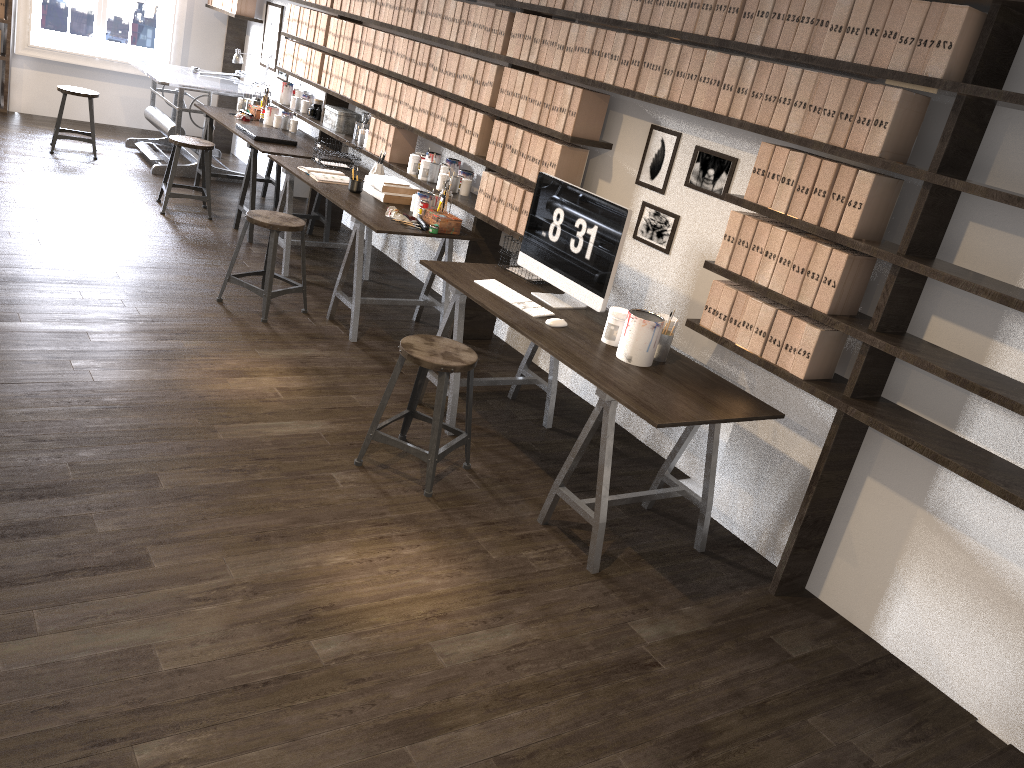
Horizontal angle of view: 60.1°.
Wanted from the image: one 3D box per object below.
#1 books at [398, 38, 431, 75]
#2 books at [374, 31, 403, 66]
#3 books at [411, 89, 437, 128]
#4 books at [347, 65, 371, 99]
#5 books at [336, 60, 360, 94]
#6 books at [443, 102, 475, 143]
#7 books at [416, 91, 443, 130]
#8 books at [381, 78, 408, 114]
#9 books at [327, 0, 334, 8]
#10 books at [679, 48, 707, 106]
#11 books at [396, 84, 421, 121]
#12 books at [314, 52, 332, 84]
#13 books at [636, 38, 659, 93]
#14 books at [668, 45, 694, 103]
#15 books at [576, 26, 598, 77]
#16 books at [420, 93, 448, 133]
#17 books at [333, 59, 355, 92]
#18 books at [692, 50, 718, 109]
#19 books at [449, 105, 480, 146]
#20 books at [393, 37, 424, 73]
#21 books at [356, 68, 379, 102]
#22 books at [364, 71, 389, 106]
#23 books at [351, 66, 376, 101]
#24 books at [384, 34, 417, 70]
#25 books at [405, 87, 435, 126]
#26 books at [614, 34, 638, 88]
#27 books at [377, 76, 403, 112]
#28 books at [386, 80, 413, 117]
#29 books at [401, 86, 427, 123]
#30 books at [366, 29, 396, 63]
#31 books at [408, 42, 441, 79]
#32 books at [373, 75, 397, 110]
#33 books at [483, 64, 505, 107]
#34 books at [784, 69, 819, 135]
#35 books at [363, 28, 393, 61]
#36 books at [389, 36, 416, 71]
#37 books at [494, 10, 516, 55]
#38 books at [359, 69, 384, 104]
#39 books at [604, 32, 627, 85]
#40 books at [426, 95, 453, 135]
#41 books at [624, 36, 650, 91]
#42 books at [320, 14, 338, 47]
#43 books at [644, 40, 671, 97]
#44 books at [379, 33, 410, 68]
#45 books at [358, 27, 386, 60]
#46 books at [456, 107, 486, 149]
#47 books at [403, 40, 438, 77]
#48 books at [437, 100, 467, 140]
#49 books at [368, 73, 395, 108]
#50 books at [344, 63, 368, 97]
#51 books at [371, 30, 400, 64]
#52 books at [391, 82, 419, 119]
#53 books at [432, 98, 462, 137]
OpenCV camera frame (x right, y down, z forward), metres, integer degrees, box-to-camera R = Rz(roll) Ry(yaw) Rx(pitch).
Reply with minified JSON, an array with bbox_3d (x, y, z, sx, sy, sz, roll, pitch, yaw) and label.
[{"bbox_3d":[-0.611,-2.042,5.583,0.174,0.222,0.068,-1,24,-36],"label":"books"},{"bbox_3d":[-0.800,-2.192,5.851,0.174,0.222,0.068,-1,24,-36],"label":"books"},{"bbox_3d":[-0.511,-1.679,5.447,0.174,0.222,0.068,-1,24,-36],"label":"books"},{"bbox_3d":[-1.043,-2.096,6.184,0.174,0.222,0.068,-1,24,-36],"label":"books"},{"bbox_3d":[-1.151,-2.182,6.336,0.174,0.222,0.068,-1,24,-36],"label":"books"},{"bbox_3d":[-0.287,-1.505,5.141,0.174,0.222,0.068,-1,24,-36],"label":"books"},{"bbox_3d":[-0.475,-1.652,5.400,0.174,0.222,0.068,-1,24,-36],"label":"books"},{"bbox_3d":[-0.743,-1.860,5.765,0.174,0.222,0.068,-1,24,-36],"label":"books"},{"bbox_3d":[-1.245,-2.854,6.480,0.174,0.222,0.068,-1,24,-36],"label":"books"},{"bbox_3d":[0.798,-1.244,3.631,0.174,0.222,0.068,-1,24,-36],"label":"books"},{"bbox_3d":[-0.622,-1.769,5.608,0.174,0.222,0.068,-1,24,-36],"label":"books"},{"bbox_3d":[-1.375,-2.358,6.647,0.174,0.222,0.068,-1,24,-36],"label":"books"},{"bbox_3d":[0.650,-1.362,3.840,0.174,0.222,0.068,-1,24,-36],"label":"books"},{"bbox_3d":[0.762,-1.274,3.684,0.174,0.222,0.068,-1,24,-36],"label":"books"},{"bbox_3d":[0.413,-1.543,4.158,0.174,0.222,0.068,-1,24,-36],"label":"books"},{"bbox_3d":[-0.443,-1.624,5.348,0.174,0.222,0.068,-1,24,-36],"label":"books"},{"bbox_3d":[-1.186,-2.212,6.391,0.174,0.222,0.068,-1,24,-36],"label":"books"},{"bbox_3d":[0.837,-1.212,3.574,0.174,0.222,0.068,-1,24,-36],"label":"books"},{"bbox_3d":[-0.251,-1.473,5.082,0.174,0.222,0.068,-1,24,-36],"label":"books"},{"bbox_3d":[-0.648,-2.073,5.639,0.174,0.222,0.068,-1,24,-36],"label":"books"},{"bbox_3d":[-0.964,-2.038,6.083,0.174,0.222,0.068,-1,24,-36],"label":"books"},{"bbox_3d":[-0.887,-1.978,5.977,0.174,0.222,0.068,-1,24,-36],"label":"books"},{"bbox_3d":[-1.002,-2.068,6.137,0.174,0.222,0.068,-1,24,-36],"label":"books"},{"bbox_3d":[-0.721,-2.132,5.745,0.174,0.222,0.068,-1,24,-36],"label":"books"},{"bbox_3d":[-0.551,-1.709,5.500,0.174,0.222,0.068,-1,24,-36],"label":"books"},{"bbox_3d":[0.569,-1.425,3.952,0.174,0.222,0.068,-1,24,-36],"label":"books"},{"bbox_3d":[-0.774,-1.887,5.815,0.174,0.222,0.068,-1,24,-36],"label":"books"},{"bbox_3d":[-0.704,-1.829,5.711,0.174,0.222,0.068,-1,24,-36],"label":"books"},{"bbox_3d":[-0.586,-1.739,5.555,0.174,0.222,0.068,-1,24,-36],"label":"books"},{"bbox_3d":[-0.872,-2.247,5.947,0.174,0.222,0.068,-1,24,-36],"label":"books"},{"bbox_3d":[-0.535,-1.985,5.484,0.174,0.222,0.068,-1,24,-36],"label":"books"},{"bbox_3d":[-0.807,-1.914,5.866,0.174,0.222,0.068,-1,24,-36],"label":"books"},{"bbox_3d":[-0.050,-1.601,4.802,0.174,0.222,0.068,-1,24,-36],"label":"books"},{"bbox_3d":[1.100,-1.004,3.206,0.174,0.222,0.068,-1,24,-36],"label":"books"},{"bbox_3d":[-0.903,-2.276,6.001,0.174,0.222,0.068,-1,24,-36],"label":"books"},{"bbox_3d":[-0.682,-2.103,5.694,0.174,0.222,0.068,-1,24,-36],"label":"books"},{"bbox_3d":[0.016,-1.853,4.721,0.174,0.222,0.068,-1,24,-36],"label":"books"},{"bbox_3d":[-0.929,-2.008,6.028,0.174,0.222,0.068,-1,24,-36],"label":"books"},{"bbox_3d":[0.527,-1.455,4.002,0.174,0.222,0.068,-1,24,-36],"label":"books"},{"bbox_3d":[-0.402,-1.595,5.301,0.174,0.222,0.068,-1,24,-36],"label":"books"},{"bbox_3d":[0.605,-1.393,3.892,0.174,0.222,0.068,-1,24,-36],"label":"books"},{"bbox_3d":[-1.312,-2.601,6.560,0.174,0.222,0.068,-1,24,-36],"label":"books"},{"bbox_3d":[0.679,-1.334,3.787,0.174,0.222,0.068,-1,24,-36],"label":"books"},{"bbox_3d":[-0.762,-2.162,5.796,0.174,0.222,0.068,-1,24,-36],"label":"books"},{"bbox_3d":[-0.941,-2.306,6.054,0.174,0.222,0.068,-1,24,-36],"label":"books"},{"bbox_3d":[-0.207,-1.442,5.029,0.174,0.222,0.068,-1,24,-36],"label":"books"},{"bbox_3d":[-0.572,-2.011,5.529,0.174,0.222,0.068,-1,24,-36],"label":"books"},{"bbox_3d":[-0.329,-1.535,5.192,0.174,0.222,0.068,-1,24,-36],"label":"books"},{"bbox_3d":[-0.851,-1.946,5.918,0.174,0.222,0.068,-1,24,-36],"label":"books"},{"bbox_3d":[-1.075,-2.125,6.237,0.174,0.222,0.068,-1,24,-36],"label":"books"},{"bbox_3d":[-0.832,-2.219,5.899,0.174,0.222,0.068,-1,24,-36],"label":"books"},{"bbox_3d":[-0.663,-1.798,5.658,0.174,0.222,0.068,-1,24,-36],"label":"books"},{"bbox_3d":[-0.364,-1.565,5.247,0.174,0.222,0.068,-1,24,-36],"label":"books"}]
